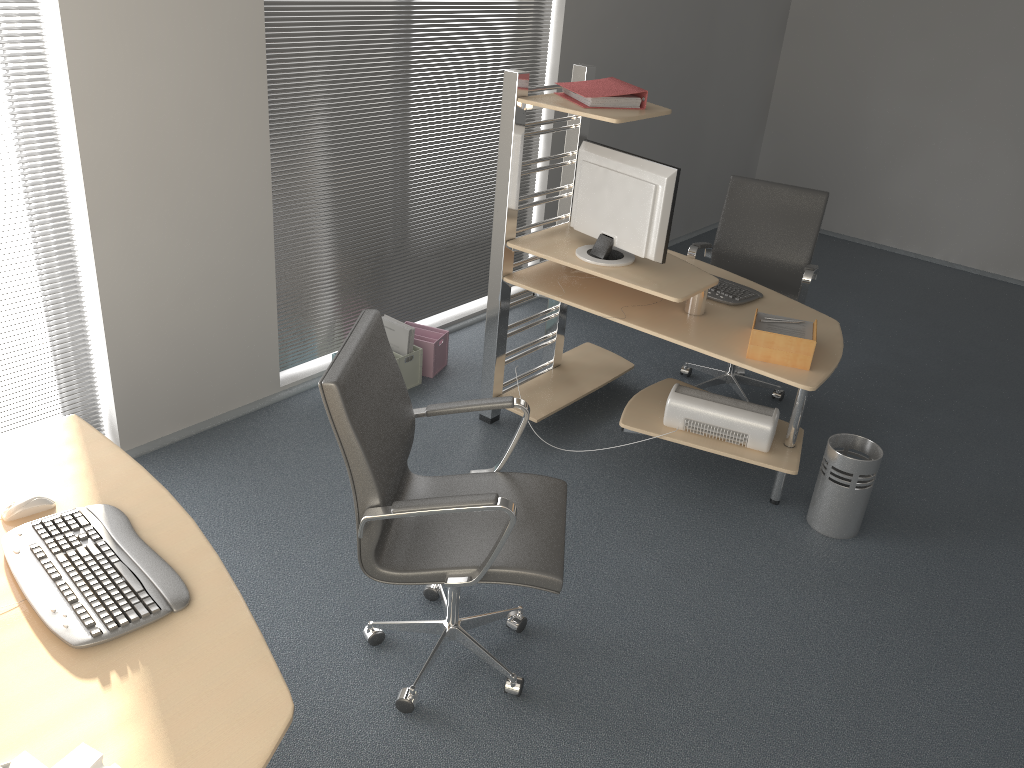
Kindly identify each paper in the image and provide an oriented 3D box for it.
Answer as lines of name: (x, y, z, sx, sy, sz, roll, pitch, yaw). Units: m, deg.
paper: (1.014, -0.196, 3.315, 0.210, 0.010, 0.297, 12, 28, 14)

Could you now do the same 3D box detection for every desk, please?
desk: (-0.973, 0.437, 1.763, 1.469, 1.566, 0.967, 24, 32, 32)
desk: (0.774, -0.425, 3.767, 1.469, 1.566, 0.967, 24, 32, 32)

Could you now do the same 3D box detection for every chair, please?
chair: (-0.168, 0.385, 2.580, 0.652, 1.048, 0.584, 6, 27, 2)
chair: (1.161, -0.417, 4.392, 0.584, 1.048, 0.652, 16, 29, 20)

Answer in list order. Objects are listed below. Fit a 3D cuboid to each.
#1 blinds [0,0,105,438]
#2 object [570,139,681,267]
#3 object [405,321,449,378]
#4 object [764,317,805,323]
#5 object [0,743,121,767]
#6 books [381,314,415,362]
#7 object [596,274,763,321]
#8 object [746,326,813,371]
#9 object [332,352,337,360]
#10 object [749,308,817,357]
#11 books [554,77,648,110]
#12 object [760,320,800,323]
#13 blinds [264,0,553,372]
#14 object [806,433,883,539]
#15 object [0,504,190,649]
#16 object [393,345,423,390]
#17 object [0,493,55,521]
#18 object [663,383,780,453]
blinds: (-2.163, -0.719, 2.290, 0.037, 2.749, 1.950, 24, 32, 32)
object: (0.395, -0.715, 3.565, 0.245, 0.418, 0.516, -10, 31, -28)
object: (-0.478, -0.175, 4.578, 0.245, 0.202, 0.185, 14, 28, 17)
object: (1.047, -0.245, 3.399, 0.159, 0.009, 0.008, 5, 27, 0)
object: (-0.765, 0.639, 1.333, 0.438, 0.162, 0.351, 19, 30, 25)
books: (-0.582, -0.163, 4.381, 0.220, 0.306, 0.068, 24, 32, 32)
object: (0.655, -0.353, 3.738, 0.814, 0.082, 0.478, -20, 36, -40)
object: (1.011, -0.160, 3.332, 0.225, 0.060, 0.309, 12, 28, 14)
object: (-0.713, -0.039, 4.270, 0.245, 0.202, 0.185, 24, 32, 32)
object: (1.015, -0.211, 3.306, 0.225, 0.060, 0.309, 12, 28, 14)
books: (0.348, -1.161, 3.523, 0.262, 0.072, 0.320, -5, 29, -19)
object: (1.024, -0.238, 3.381, 0.159, 0.009, 0.008, 1, 27, -7)
blinds: (-0.413, -1.583, 4.299, 0.022, 2.770, 1.950, 24, 32, 32)
object: (1.327, 0.412, 3.550, 0.208, 0.377, 0.208, 1, 27, -9)
object: (-1.111, 0.491, 1.766, 0.814, 0.082, 0.478, -20, 36, -40)
object: (-0.597, -0.096, 4.402, 0.245, 0.202, 0.185, 24, 32, 32)
object: (-1.394, 0.382, 1.924, 0.168, 0.088, 0.742, 25, 33, 34)
object: (0.888, 0.095, 3.691, 0.438, 0.162, 0.351, 15, 28, 18)
